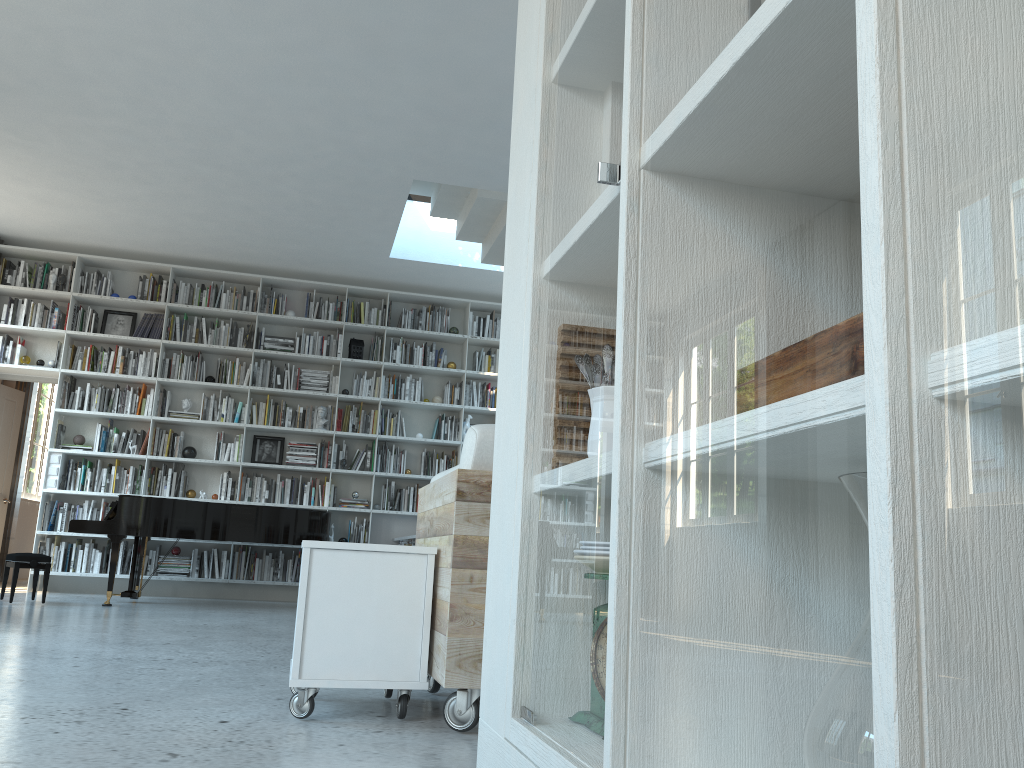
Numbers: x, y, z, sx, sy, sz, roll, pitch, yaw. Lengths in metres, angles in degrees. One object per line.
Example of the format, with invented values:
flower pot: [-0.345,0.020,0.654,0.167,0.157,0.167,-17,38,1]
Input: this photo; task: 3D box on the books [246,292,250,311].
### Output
books: [-2.636,-0.786,8.860,0.026,0.236,0.149,5,-11,-13]

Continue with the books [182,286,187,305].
books: [-3.211,-0.835,8.724,0.023,0.219,0.181,5,-11,-13]

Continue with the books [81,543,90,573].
books: [-3.887,1.592,8.121,0.031,0.265,0.187,5,-11,-13]

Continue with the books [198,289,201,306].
books: [-3.088,-0.817,8.771,0.012,0.215,0.150,5,-11,-13]

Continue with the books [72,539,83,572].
books: [-3.971,1.567,8.104,0.013,0.300,0.184,5,-11,-13]

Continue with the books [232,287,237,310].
books: [-2.763,-0.816,8.821,0.014,0.266,0.192,5,-11,-13]

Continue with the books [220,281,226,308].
books: [-2.876,-0.847,8.817,0.014,0.314,0.166,5,-11,-13]

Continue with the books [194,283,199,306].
books: [-3.117,-0.847,8.751,0.010,0.264,0.160,5,-11,-13]

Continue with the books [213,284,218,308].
books: [-2.938,-0.836,8.788,0.013,0.275,0.165,5,-11,-13]

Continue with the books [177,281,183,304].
books: [-3.267,-0.865,8.740,0.021,0.278,0.141,5,-11,-13]

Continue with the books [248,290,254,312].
books: [-2.610,-0.794,8.877,0.030,0.260,0.151,5,-11,-13]

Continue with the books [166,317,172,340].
books: [-3.329,-0.505,8.626,0.023,0.255,0.175,5,-11,-13]

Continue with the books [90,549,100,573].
books: [-3.825,1.622,8.130,0.021,0.217,0.191,5,-11,-13]

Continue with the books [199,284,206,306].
books: [-3.067,-0.841,8.779,0.028,0.267,0.151,5,-11,-13]

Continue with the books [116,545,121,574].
books: [-3.637,1.624,8.207,0.040,0.263,0.137,5,-11,-13]

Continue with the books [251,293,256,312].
books: [-2.580,-0.778,8.859,0.026,0.225,0.172,5,-11,-13]

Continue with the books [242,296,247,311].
books: [-2.663,-0.765,8.840,0.031,0.184,0.177,5,-11,-13]

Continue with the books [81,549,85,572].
books: [-3.916,1.622,8.135,0.014,0.210,0.146,5,-11,-13]

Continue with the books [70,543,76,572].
books: [-3.995,1.589,8.110,0.027,0.256,0.160,5,-11,-13]

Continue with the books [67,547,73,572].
books: [-4.019,1.603,8.096,0.022,0.220,0.163,5,-11,-13]

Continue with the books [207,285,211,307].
books: [-2.989,-0.829,8.775,0.013,0.251,0.184,5,-11,-13]

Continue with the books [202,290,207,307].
books: [-3.038,-0.807,8.771,0.030,0.201,0.152,5,-11,-13]

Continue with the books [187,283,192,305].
books: [-3.170,-0.846,8.735,0.012,0.249,0.174,5,-11,-13]

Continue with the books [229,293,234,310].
books: [-2.791,-0.787,8.837,0.029,0.213,0.142,5,-11,-13]

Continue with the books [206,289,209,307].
books: [-3.002,-0.813,8.769,0.011,0.215,0.160,5,-11,-13]

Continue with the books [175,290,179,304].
books: [-3.289,-0.821,8.717,0.024,0.182,0.133,5,-11,-13]

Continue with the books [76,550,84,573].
books: [-3.930,1.619,8.101,0.030,0.201,0.168,5,-11,-13]

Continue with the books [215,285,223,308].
books: [-2.906,-0.832,8.793,0.052,0.272,0.173,5,-11,-13]

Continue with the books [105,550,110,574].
books: [-3.715,1.639,8.176,0.024,0.213,0.137,5,-11,-13]

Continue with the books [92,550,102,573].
books: [-3.801,1.630,8.133,0.028,0.206,0.171,5,-11,-13]

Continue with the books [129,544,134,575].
books: [-3.507,1.629,8.229,0.027,0.275,0.144,5,-11,-13]

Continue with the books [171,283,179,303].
books: [-3.310,-0.854,8.702,0.029,0.237,0.156,5,-11,-13]

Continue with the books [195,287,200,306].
books: [-3.107,-0.826,8.776,0.025,0.234,0.130,5,-11,-13]

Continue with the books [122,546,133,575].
books: [-3.552,1.634,8.216,0.065,0.255,0.156,5,-11,-13]

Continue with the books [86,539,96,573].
books: [-3.868,1.579,8.147,0.014,0.304,0.139,5,-11,-13]

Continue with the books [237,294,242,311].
books: [-2.709,-0.780,8.819,0.026,0.199,0.187,5,-11,-13]

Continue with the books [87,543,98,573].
books: [-3.846,1.596,8.130,0.025,0.265,0.160,5,-11,-13]

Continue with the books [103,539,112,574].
books: [-3.731,1.590,8.182,0.013,0.309,0.130,5,-11,-13]

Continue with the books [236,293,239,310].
books: [-2.729,-0.784,8.818,0.013,0.206,0.178,5,-11,-13]

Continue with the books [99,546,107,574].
books: [-3.743,1.616,8.143,0.023,0.243,0.188,5,-11,-13]

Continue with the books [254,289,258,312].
books: [-2.561,-0.795,8.875,0.014,0.266,0.172,5,-11,-13]

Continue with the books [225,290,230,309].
books: [-2.829,-0.804,8.821,0.026,0.235,0.134,5,-11,-13]

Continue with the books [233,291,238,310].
books: [-2.748,-0.794,8.828,0.021,0.228,0.161,5,-11,-13]

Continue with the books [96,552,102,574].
books: [-3.771,1.640,8.132,0.031,0.187,0.190,5,-11,-13]

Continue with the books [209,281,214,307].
books: [-2.977,-0.851,8.785,0.010,0.298,0.151,5,-11,-13]

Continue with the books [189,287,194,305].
books: [-3.148,-0.826,8.723,0.029,0.207,0.179,5,-11,-13]

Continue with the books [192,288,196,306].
books: [-3.130,-0.821,8.741,0.015,0.207,0.167,5,-11,-13]

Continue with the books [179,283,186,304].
books: [-3.238,-0.854,8.726,0.031,0.254,0.145,5,-11,-13]

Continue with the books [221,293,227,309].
books: [-2.856,-0.785,8.803,0.031,0.189,0.182,5,-11,-13]

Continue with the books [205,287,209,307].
books: [-3.015,-0.822,8.775,0.013,0.234,0.155,5,-11,-13]

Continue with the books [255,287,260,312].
books: [-2.540,-0.804,8.877,0.026,0.288,0.176,5,-11,-13]

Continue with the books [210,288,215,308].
books: [-2.962,-0.816,8.794,0.029,0.235,0.130,5,-11,-13]

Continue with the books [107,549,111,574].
books: [-3.690,1.634,8.171,0.022,0.224,0.141,5,-11,-13]

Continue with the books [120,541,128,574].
books: [-3.583,1.603,8.190,0.012,0.303,0.166,5,-11,-13]

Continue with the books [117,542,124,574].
books: [-3.600,1.606,8.188,0.021,0.295,0.188,5,-11,-13]

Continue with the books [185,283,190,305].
books: [-3.188,-0.848,8.735,0.023,0.251,0.171,5,-11,-13]

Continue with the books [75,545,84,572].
books: [-3.960,1.599,8.123,0.022,0.246,0.135,5,-11,-13]

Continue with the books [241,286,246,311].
books: [-2.682,-0.815,8.850,0.013,0.285,0.160,5,-11,-13]

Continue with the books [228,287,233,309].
books: [-2.809,-0.818,8.830,0.014,0.268,0.156,5,-11,-13]
